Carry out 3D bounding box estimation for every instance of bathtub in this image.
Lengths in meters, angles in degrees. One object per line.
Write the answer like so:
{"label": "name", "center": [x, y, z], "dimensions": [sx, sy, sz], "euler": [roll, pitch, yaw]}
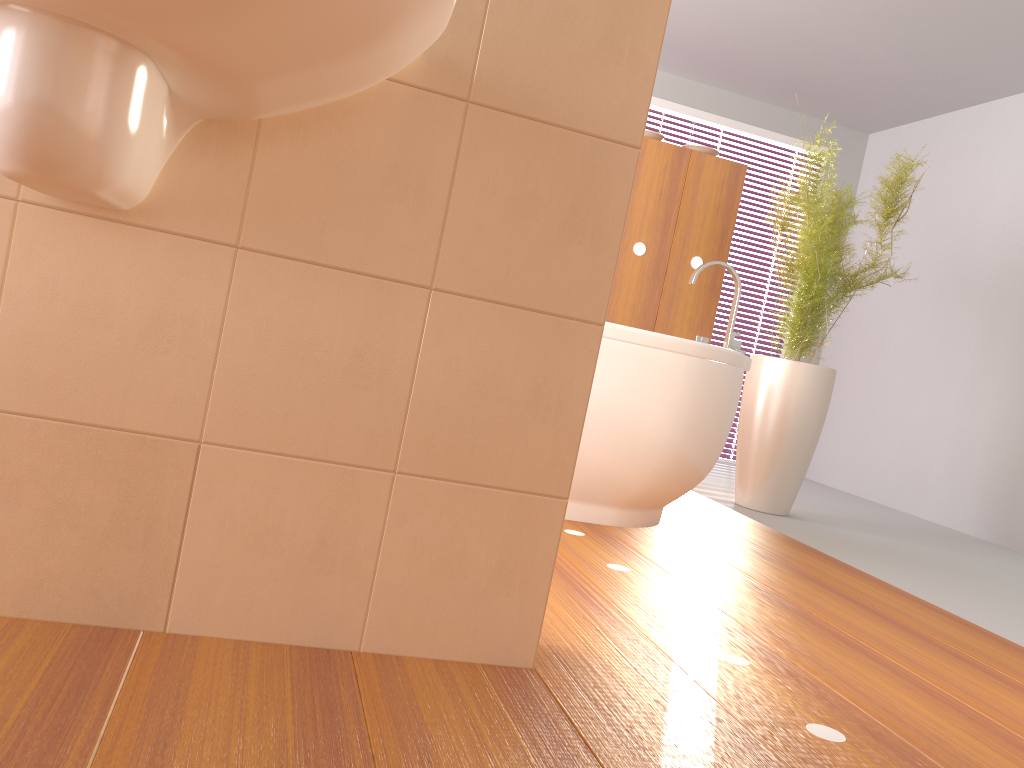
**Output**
{"label": "bathtub", "center": [-0.092, -0.121, 2.875], "dimensions": [1.874, 0.900, 0.888], "euler": [11, 3, -16]}

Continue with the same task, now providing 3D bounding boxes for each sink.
{"label": "sink", "center": [-0.376, -0.447, 0.881], "dimensions": [0.683, 0.516, 0.539], "euler": [11, 3, -16]}

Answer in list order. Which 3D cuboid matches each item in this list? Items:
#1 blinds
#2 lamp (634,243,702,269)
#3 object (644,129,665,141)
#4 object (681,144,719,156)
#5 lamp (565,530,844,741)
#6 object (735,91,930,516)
{"label": "blinds", "center": [-0.423, -0.887, 5.130], "dimensions": [4.712, 2.022, 0.032], "euler": [11, 3, -16]}
{"label": "lamp", "center": [0.290, -0.636, 3.774], "dimensions": [1.169, 0.052, 0.001], "euler": [11, 3, -16]}
{"label": "object", "center": [0.592, -1.087, 3.948], "dimensions": [0.173, 0.046, 0.173], "euler": [11, 3, -16]}
{"label": "object", "center": [0.849, -1.039, 4.021], "dimensions": [0.173, 0.046, 0.173], "euler": [11, 3, -16]}
{"label": "lamp", "center": [-0.939, 0.269, 0.665], "dimensions": [3.173, 0.001, 2.893], "euler": [11, 3, -16]}
{"label": "object", "center": [1.310, -0.210, 3.705], "dimensions": [0.683, 1.557, 1.335], "euler": [12, 3, 17]}
